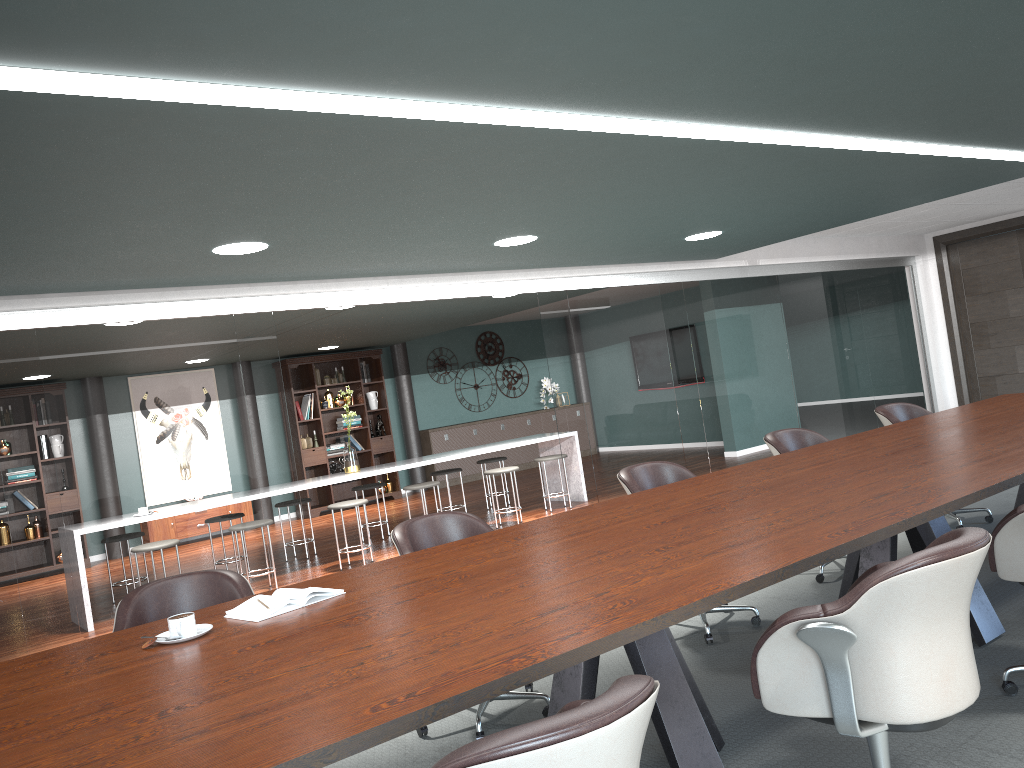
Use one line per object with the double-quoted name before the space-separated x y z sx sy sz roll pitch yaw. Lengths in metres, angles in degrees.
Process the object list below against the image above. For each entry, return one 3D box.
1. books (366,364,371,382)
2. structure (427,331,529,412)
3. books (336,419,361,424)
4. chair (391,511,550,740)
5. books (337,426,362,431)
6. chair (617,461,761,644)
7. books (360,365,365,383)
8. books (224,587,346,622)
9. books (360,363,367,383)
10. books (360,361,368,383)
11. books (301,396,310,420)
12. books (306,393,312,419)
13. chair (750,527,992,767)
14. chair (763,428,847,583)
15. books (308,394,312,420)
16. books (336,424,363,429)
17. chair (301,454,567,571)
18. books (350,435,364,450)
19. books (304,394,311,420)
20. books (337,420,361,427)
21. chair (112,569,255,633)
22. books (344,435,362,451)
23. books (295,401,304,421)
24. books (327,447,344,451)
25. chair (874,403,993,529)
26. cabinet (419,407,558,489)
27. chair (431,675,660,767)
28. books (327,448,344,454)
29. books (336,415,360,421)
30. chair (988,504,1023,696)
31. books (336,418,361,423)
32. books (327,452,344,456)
"books" -1.943 -0.133 11.749 0.042 0.248 0.194 -8 0 -36
"structure" -0.472 -0.182 13.188 1.791 1.178 0.017 -8 0 -36
"books" -2.127 0.490 11.555 0.268 0.016 0.205 -8 0 -36
"chair" -0.163 0.882 3.371 0.535 0.761 0.518 -8 0 -30
"books" -2.114 0.576 11.555 0.268 0.016 0.205 -8 0 -36
"chair" 0.792 0.741 4.085 0.535 0.761 0.518 -8 0 -30
"books" -2.014 -0.122 11.696 0.042 0.248 0.194 -8 0 -36
"books" -0.637 0.604 2.487 0.180 0.032 0.285 -9 0 44
"books" -1.992 -0.137 11.714 0.016 0.268 0.205 -8 0 -36
"books" -1.975 -0.148 11.729 0.027 0.286 0.184 -8 0 -36
"books" -2.622 0.307 11.207 0.115 0.296 0.210 -8 0 -36
"books" -2.576 0.287 11.232 0.062 0.322 0.197 -8 0 -36
"chair" 0.867 0.719 2.044 0.523 0.761 0.533 -9 0 30
"chair" 1.651 0.614 4.716 0.523 0.761 0.533 -9 0 35
"books" -2.584 0.295 11.230 0.063 0.309 0.210 -8 0 -36
"books" -2.116 0.554 11.557 0.286 0.027 0.184 -8 0 -36
"chair" -1.300 1.203 7.728 4.029 0.512 1.479 -8 0 -37
"books" -2.056 0.764 11.548 0.166 0.228 0.205 -8 0 -36
"books" -2.601 0.294 11.217 0.090 0.316 0.197 -8 0 -36
"books" -2.123 0.519 11.555 0.248 0.042 0.194 -8 0 -36
"chair" -0.969 1.001 2.769 0.535 0.761 0.518 -9 0 -16
"books" -2.082 0.770 11.527 0.176 0.227 0.194 -8 0 -36
"books" -2.706 0.343 11.137 0.084 0.252 0.194 -8 0 -36
"books" -2.313 0.836 11.347 0.268 0.016 0.205 -8 0 -36
"chair" 2.531 0.484 5.384 0.535 0.761 0.518 -8 0 -30
"cabinet" -3.728 1.427 10.385 12.287 0.820 0.402 -8 0 -36
"chair" 0.040 0.842 1.424 0.523 0.761 0.533 -9 0 35
"books" -2.308 0.865 11.347 0.248 0.042 0.194 -8 0 -36
"books" -2.131 0.445 11.557 0.248 0.042 0.194 -8 0 -36
"chair" 1.787 0.584 2.719 0.535 0.761 0.518 -8 0 -30
"books" -2.129 0.474 11.549 0.268 0.016 0.205 -8 0 -36
"books" -2.302 0.900 11.349 0.286 0.027 0.184 -8 0 -36
